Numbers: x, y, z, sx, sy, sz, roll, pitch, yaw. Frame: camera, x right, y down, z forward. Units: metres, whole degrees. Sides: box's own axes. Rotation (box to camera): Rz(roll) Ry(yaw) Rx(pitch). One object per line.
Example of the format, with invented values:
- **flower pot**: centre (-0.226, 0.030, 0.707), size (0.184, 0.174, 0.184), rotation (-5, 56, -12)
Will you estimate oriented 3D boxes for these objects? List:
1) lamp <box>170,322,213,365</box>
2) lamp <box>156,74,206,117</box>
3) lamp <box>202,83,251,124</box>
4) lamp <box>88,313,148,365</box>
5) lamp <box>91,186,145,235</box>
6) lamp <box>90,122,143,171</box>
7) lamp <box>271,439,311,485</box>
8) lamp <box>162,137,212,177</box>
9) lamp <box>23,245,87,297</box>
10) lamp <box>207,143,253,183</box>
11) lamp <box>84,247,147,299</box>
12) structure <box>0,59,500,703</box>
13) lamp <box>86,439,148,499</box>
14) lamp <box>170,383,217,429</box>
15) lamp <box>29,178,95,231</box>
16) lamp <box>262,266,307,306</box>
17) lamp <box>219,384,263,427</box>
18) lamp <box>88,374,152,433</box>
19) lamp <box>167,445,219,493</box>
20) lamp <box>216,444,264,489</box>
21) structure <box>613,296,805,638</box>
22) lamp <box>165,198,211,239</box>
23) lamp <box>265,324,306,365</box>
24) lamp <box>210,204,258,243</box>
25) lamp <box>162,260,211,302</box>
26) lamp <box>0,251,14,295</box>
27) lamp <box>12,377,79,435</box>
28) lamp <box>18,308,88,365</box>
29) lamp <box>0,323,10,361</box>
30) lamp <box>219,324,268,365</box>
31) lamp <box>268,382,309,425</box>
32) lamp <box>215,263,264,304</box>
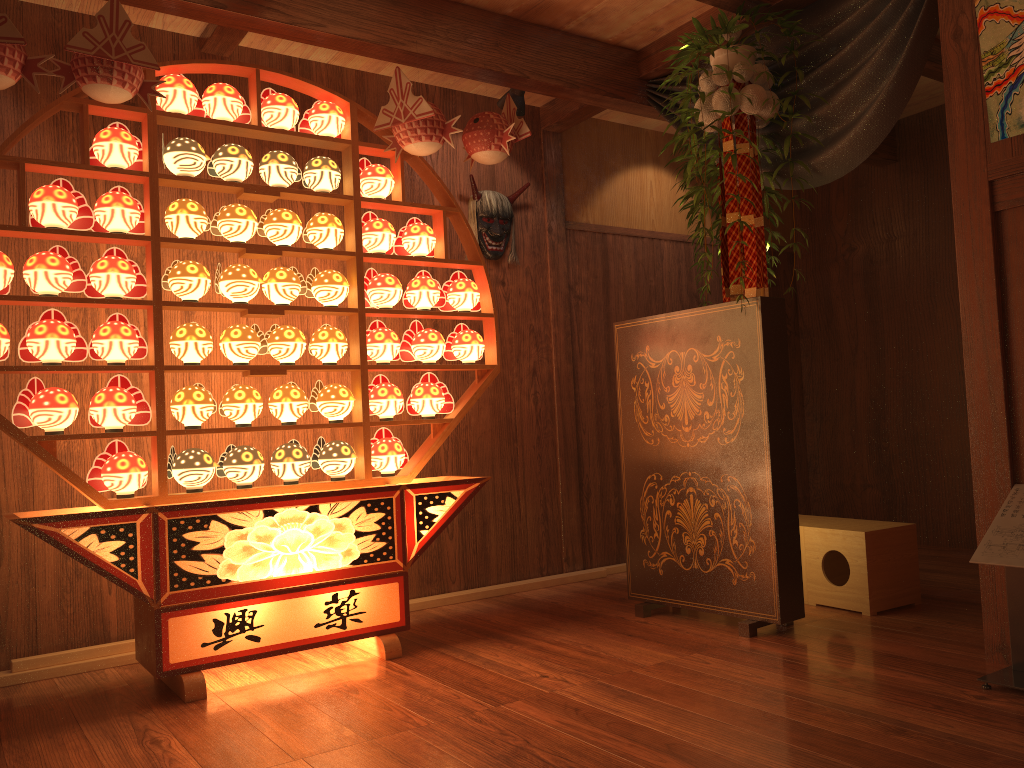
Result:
- **lamp**: centre (-1.125, -0.145, 3.097), size (0.142, 0.167, 0.154), rotation (-2, -3, -14)
- **lamp**: centre (-1.186, -1.040, 3.125), size (0.206, 0.200, 0.153), rotation (-2, -3, -25)
- **lamp**: centre (-1.058, -1.032, 3.219), size (0.170, 0.179, 0.156), rotation (-3, -3, -4)
- **lamp**: centre (-1.327, -0.154, 2.957), size (0.187, 0.192, 0.153), rotation (-2, -3, -19)
- **lamp**: centre (-1.335, -0.595, 2.987), size (0.193, 0.195, 0.153), rotation (-2, -3, -19)
- **lamp**: centre (-1.345, -0.817, 2.998), size (0.205, 0.200, 0.153), rotation (-2, -3, -20)
- **lamp**: centre (-0.823, 0.289, 3.274), size (0.140, 0.167, 0.156), rotation (-3, -3, -4)
- **lamp**: centre (-1.153, -0.804, 3.144), size (0.160, 0.167, 0.136), rotation (-2, -3, -19)
- **lamp**: centre (-1.503, -0.371, 2.856), size (0.182, 0.191, 0.156), rotation (-3, -3, -4)
- **lamp**: centre (-1.014, -0.804, 3.226), size (0.144, 0.161, 0.151), rotation (0, -4, -44)
- **lamp**: centre (-1.340, -0.378, 2.966), size (0.205, 0.200, 0.153), rotation (-2, -3, -20)
- **structure**: centre (-0.909, -0.078, 3.244), size (2.026, 2.195, 0.474), rotation (-1, -3, -35)
- **lamp**: centre (-1.290, 0.282, 2.951), size (0.201, 0.197, 0.151), rotation (0, -4, -44)
- **lamp**: centre (-1.119, 0.075, 3.086), size (0.140, 0.167, 0.156), rotation (-3, -3, -4)
- **lamp**: centre (-1.496, -0.595, 2.879), size (0.203, 0.200, 0.155), rotation (-2, -3, -10)
- **lamp**: centre (-0.867, -0.369, 3.306), size (0.136, 0.167, 0.160), rotation (-4, -3, 21)
- **lamp**: centre (-0.968, 0.075, 3.186), size (0.144, 0.161, 0.152), rotation (-1, -3, -34)
- **lamp**: centre (-1.328, 0.062, 2.937), size (0.203, 0.200, 0.155), rotation (-2, -3, -10)
- **lamp**: centre (-1.101, 0.294, 3.084), size (0.158, 0.167, 0.138), rotation (-3, -3, -4)
- **lamp**: centre (-0.959, 0.294, 3.177), size (0.152, 0.161, 0.144), rotation (-5, -3, 36)
- **structure**: centre (0.770, 0.326, 3.581), size (0.280, 1.250, 0.773), rotation (-1, -3, -38)
- **lamp**: centre (-1.151, -0.584, 3.117), size (0.140, 0.167, 0.156), rotation (-3, -3, -4)
- **lamp**: centre (-0.835, -0.150, 3.298), size (0.151, 0.167, 0.144), rotation (-5, -4, 41)
- **lamp**: centre (-0.995, -0.584, 3.223), size (0.152, 0.161, 0.144), rotation (-5, -3, 36)
- **lamp**: centre (-1.129, -0.365, 3.108), size (0.152, 0.167, 0.144), rotation (-5, -3, 36)
- **lamp**: centre (-1.634, -0.366, 2.762), size (0.152, 0.187, 0.195), rotation (-5, -3, 36)
- **lamp**: centre (-1.469, 0.068, 2.847), size (0.154, 0.194, 0.189), rotation (-4, -3, 16)
- **lamp**: centre (-1.484, -0.155, 2.847), size (0.206, 0.200, 0.153), rotation (-2, -3, -25)
- **lamp**: centre (-1.636, -0.150, 2.742), size (0.152, 0.195, 0.196), rotation (-5, -4, 41)
- **lamp**: centre (-0.991, -0.144, 3.198), size (0.135, 0.161, 0.162), rotation (-5, -3, 31)
- **lamp**: centre (-0.834, 0.070, 3.284), size (0.140, 0.167, 0.156), rotation (-3, -3, -4)
- **lamp**: centre (-0.982, -0.364, 3.219), size (0.158, 0.161, 0.138), rotation (-3, -3, -4)
